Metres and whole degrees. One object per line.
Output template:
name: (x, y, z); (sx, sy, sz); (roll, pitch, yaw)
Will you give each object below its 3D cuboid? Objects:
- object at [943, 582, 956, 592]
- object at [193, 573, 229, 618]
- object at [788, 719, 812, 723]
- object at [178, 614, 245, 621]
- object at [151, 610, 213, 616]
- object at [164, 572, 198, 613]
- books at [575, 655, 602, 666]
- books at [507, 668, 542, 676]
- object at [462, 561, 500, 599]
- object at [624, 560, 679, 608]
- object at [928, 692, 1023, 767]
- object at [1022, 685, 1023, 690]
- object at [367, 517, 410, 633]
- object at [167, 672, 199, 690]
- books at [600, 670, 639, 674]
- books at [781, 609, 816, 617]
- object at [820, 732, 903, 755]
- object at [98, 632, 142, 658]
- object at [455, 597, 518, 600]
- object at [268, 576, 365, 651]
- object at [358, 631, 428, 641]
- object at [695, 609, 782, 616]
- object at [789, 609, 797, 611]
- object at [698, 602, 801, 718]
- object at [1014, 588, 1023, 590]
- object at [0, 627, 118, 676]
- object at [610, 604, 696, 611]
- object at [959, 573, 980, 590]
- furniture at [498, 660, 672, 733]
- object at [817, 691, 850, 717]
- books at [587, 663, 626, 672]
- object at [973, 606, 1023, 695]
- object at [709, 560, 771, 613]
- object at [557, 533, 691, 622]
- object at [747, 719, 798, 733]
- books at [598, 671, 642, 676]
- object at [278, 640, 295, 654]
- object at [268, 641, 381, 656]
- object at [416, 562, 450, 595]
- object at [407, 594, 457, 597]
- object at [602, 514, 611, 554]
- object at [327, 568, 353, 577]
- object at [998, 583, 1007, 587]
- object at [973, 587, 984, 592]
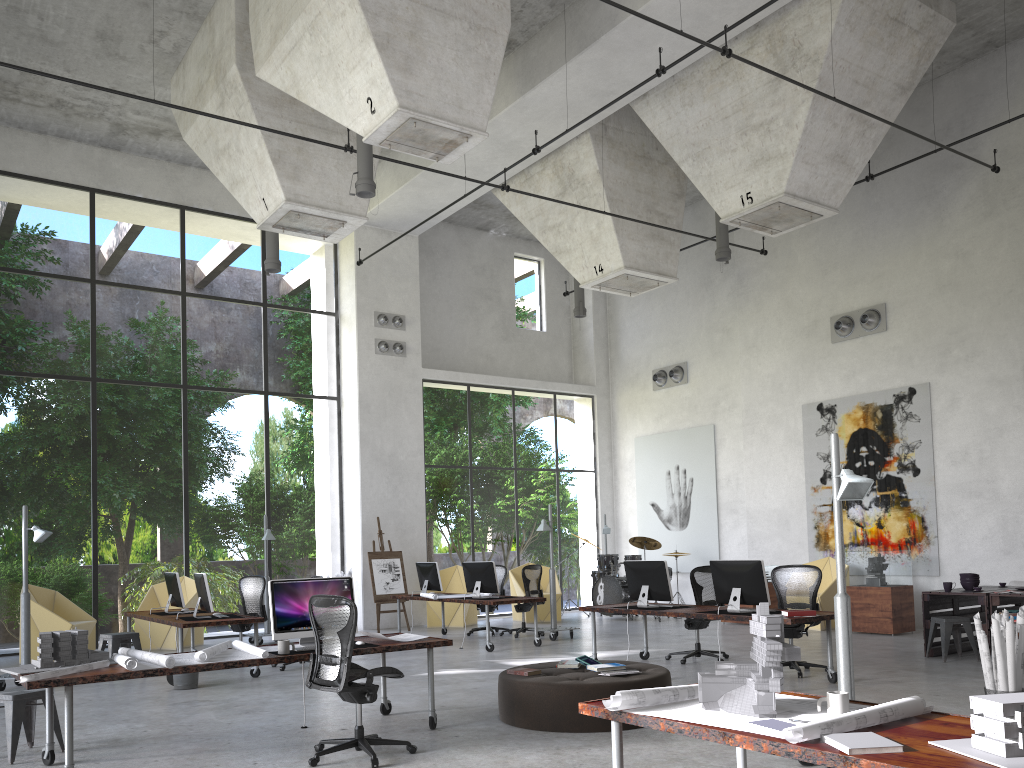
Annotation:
object: (5.241, 2.432, 10.531); (0.101, 0.108, 0.130); (4, -9, -43)
object: (-3.765, 2.629, 10.946); (0.377, 0.547, 0.723); (1, -8, -29)
object: (1.196, 1.388, 3.611); (0.127, 0.010, 0.011); (-11, -11, 40)
object: (-3.753, 2.910, 10.933); (0.688, 0.008, 0.860); (4, -12, -28)
object: (-4.554, 3.146, 12.072); (0.689, 0.008, 0.859); (5, -13, -33)
object: (-4.566, 2.865, 12.085); (0.378, 0.547, 0.723); (2, -8, -33)
books: (0.688, 2.488, 7.857); (0.206, 0.102, 0.145); (-9, -11, 39)
books: (0.106, 2.474, 7.552); (0.175, 0.032, 0.257); (8, -14, -43)
object: (-0.423, 2.977, 13.362); (0.378, 0.548, 0.721); (3, -9, -43)
object: (1.666, 2.362, 10.400); (0.378, 0.547, 0.723); (2, -8, -33)
object: (1.736, 1.176, 3.025); (0.389, 0.180, 0.422); (0, -9, -10)
object: (3.938, 2.473, 6.803); (0.397, 0.296, 0.298); (-3, -7, 8)
object: (-2.350, 3.517, 16.278); (0.694, 2.126, 0.690); (1, -4, -34)
object: (-3.716, 3.292, 9.951); (0.296, 0.295, 0.401); (4, -10, -41)
books: (0.902, 2.412, 7.358); (0.301, 0.039, 0.223); (-2, -10, 0)
books: (2.809, 2.248, 8.621); (0.285, 0.052, 0.205); (-1, -10, -3)
object: (1.265, 1.302, 3.186); (0.200, 0.023, 0.239); (-1, -10, -4)
object: (-5.005, 3.452, 11.211); (0.459, 0.527, 0.478); (-7, -8, 39)
object: (-0.411, 3.257, 13.350); (0.691, 0.008, 0.857); (8, -14, -43)
object: (-1.572, 1.846, 7.093); (0.716, 0.548, 0.381); (3, -7, -34)
object: (-1.008, 2.126, 7.446); (0.471, 0.085, 0.441); (5, -12, -31)
object: (2.466, 2.411, 9.270); (0.689, 0.008, 0.859); (5, -13, -33)
object: (2.796, 2.218, 8.622); (0.149, 0.011, 0.011); (-6, -8, 23)
object: (1.038, 1.226, 3.897); (0.361, 0.516, 0.499); (-2, -6, 0)
object: (6.053, 2.417, 10.357); (0.235, 0.019, 0.237); (7, -14, -39)
object: (-3.220, 1.892, 6.344); (0.438, 0.302, 0.740); (-10, -12, 44)
object: (1.678, 2.643, 10.387); (0.689, 0.008, 0.859); (5, -13, -33)
object: (5.559, 2.398, 10.664); (0.214, 0.212, 0.195); (3, -8, -34)
furniture: (0.632, 2.698, 7.664); (1.511, 0.424, 1.527); (5, -12, -33)
object: (1.366, 1.358, 3.722); (0.122, 0.099, 0.089); (-1, -6, -7)
books: (0.820, 2.459, 7.627); (0.284, 0.033, 0.200); (3, -11, -22)
object: (3.726, 2.140, 6.646); (0.319, 0.929, 0.344); (-1, -4, -17)
object: (2.454, 2.130, 9.283); (0.378, 0.547, 0.723); (2, -8, -33)
object: (2.351, 3.857, 17.851); (2.994, 1.727, 1.892); (-9, -10, 39)
object: (1.067, 1.381, 3.551); (0.134, 0.008, 0.206); (3, -11, -23)
books: (0.902, 2.415, 7.331); (0.300, 0.031, 0.223); (2, -11, -20)
object: (-1.728, 2.011, 6.719); (0.122, 0.099, 0.089); (-1, -6, -6)
object: (-1.563, 2.126, 7.076); (0.850, 0.008, 0.696); (5, -13, -33)
object: (-1.317, 3.240, 14.630); (0.378, 0.547, 0.723); (2, -8, -33)
object: (-1.305, 3.520, 14.617); (0.689, 0.008, 0.859); (5, -13, -33)
object: (2.084, 3.946, 19.374); (0.579, 2.135, 0.601); (-2, -3, 0)
object: (-3.176, 4.024, 16.282); (0.442, 1.199, 0.414); (-4, -4, 33)
object: (6.194, 2.530, 11.070); (0.137, 0.056, 0.118); (2, -10, -19)
object: (5.493, 2.416, 10.343); (0.117, 0.056, 0.138); (-9, -12, 40)
